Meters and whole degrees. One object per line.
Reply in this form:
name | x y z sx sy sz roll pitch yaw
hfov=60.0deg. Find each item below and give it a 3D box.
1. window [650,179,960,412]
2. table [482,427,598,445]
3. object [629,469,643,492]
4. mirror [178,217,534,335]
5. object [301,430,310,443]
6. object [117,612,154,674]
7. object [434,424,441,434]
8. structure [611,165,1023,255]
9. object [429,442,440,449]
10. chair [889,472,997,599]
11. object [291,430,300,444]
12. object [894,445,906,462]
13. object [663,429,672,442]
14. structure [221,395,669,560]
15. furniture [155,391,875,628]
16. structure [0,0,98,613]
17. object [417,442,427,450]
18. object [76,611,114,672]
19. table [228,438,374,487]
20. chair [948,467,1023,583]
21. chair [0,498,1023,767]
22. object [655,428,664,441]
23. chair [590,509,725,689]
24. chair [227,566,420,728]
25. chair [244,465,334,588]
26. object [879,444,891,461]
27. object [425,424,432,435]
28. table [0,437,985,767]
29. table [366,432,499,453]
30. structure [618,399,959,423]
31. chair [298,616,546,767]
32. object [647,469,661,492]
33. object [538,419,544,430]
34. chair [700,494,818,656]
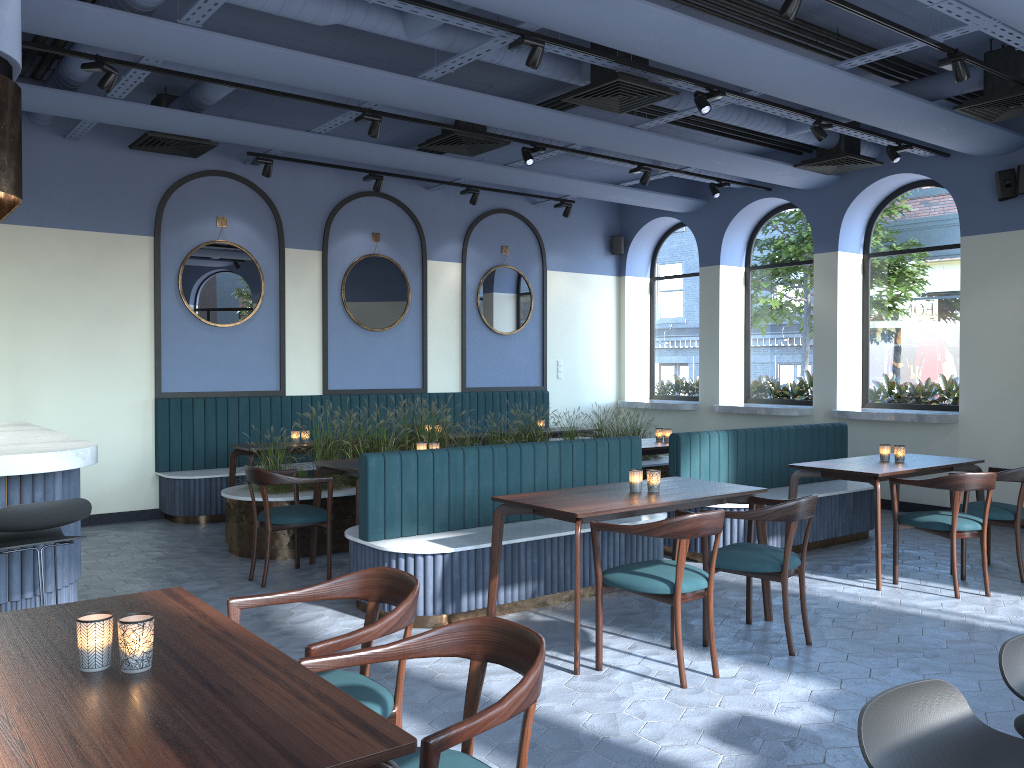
window | 2.156 -0.836 4.954 3.897 2.394 14.212 0 1 13
table | 0.331 0.884 9.765 1.332 0.755 0.548 -1 1 -37
object | 0.689 0.537 4.934 0.078 0.120 0.078 1 1 36
mirror | -1.470 -1.127 9.833 4.357 1.089 0.026 -1 1 -37
object | -1.885 0.478 8.087 0.078 0.120 0.078 0 1 -20
object | -0.857 0.591 2.022 0.078 0.120 0.078 0 1 -20
object | -0.743 0.463 8.919 0.078 0.120 0.078 1 1 36
structure | -1.234 -1.755 5.883 7.261 0.268 13.143 1 1 36
object | -0.590 0.503 6.741 0.078 0.120 0.078 1 1 36
chair | 2.852 0.941 5.765 0.618 0.793 0.525 0 1 -13
object | -1.960 0.479 8.024 0.078 0.120 0.078 0 1 -20
object | 2.826 0.508 6.466 0.078 0.120 0.078 0 1 -20
object | 1.443 0.476 8.221 0.078 0.120 0.078 0 1 -20
structure | -0.267 0.685 8.278 4.878 1.207 1.143 -1 1 -36
furniture | -0.062 0.719 8.007 4.800 1.150 4.703 -1 1 -37
structure | -4.068 -0.529 3.872 3.653 3.800 3.220 -1 1 -37
object | -0.687 0.503 6.749 0.078 0.120 0.078 1 1 36
object | -0.954 0.591 2.031 0.078 0.120 0.078 0 1 -20
table | -1.883 0.915 8.087 1.285 0.755 0.548 -1 1 -37
chair | 3.399 0.933 6.179 0.618 0.793 0.525 -1 1 -38
chair | -0.790 0.927 2.218 6.322 0.949 3.651 -1 1 -38
object | 1.380 0.474 8.296 0.078 0.120 0.078 0 1 -20
chair | 0.741 0.970 4.223 0.618 0.793 0.525 -1 1 -38
chair | -0.551 0.998 2.692 0.525 0.793 0.618 -1 1 -38
chair | -1.536 0.936 6.033 0.525 0.793 0.618 -1 1 -38
object | 2.751 0.507 6.539 0.078 0.120 0.078 0 1 -20
object | -0.840 0.462 8.927 0.078 0.120 0.078 1 1 36
table | -0.464 0.981 4.552 3.997 0.755 9.778 1 1 37
table | -0.784 0.900 8.920 1.332 0.755 0.548 -1 1 -37
structure | 1.938 0.390 5.012 4.315 0.080 14.155 0 1 14
chair | -0.187 1.009 2.110 0.525 0.793 0.618 -1 1 -38
object | 0.787 0.537 4.926 0.078 0.120 0.078 1 1 36
object | 0.316 0.448 9.690 0.078 0.120 0.078 1 1 36
chair | 1.319 0.961 4.660 0.525 0.793 0.618 1 1 39
